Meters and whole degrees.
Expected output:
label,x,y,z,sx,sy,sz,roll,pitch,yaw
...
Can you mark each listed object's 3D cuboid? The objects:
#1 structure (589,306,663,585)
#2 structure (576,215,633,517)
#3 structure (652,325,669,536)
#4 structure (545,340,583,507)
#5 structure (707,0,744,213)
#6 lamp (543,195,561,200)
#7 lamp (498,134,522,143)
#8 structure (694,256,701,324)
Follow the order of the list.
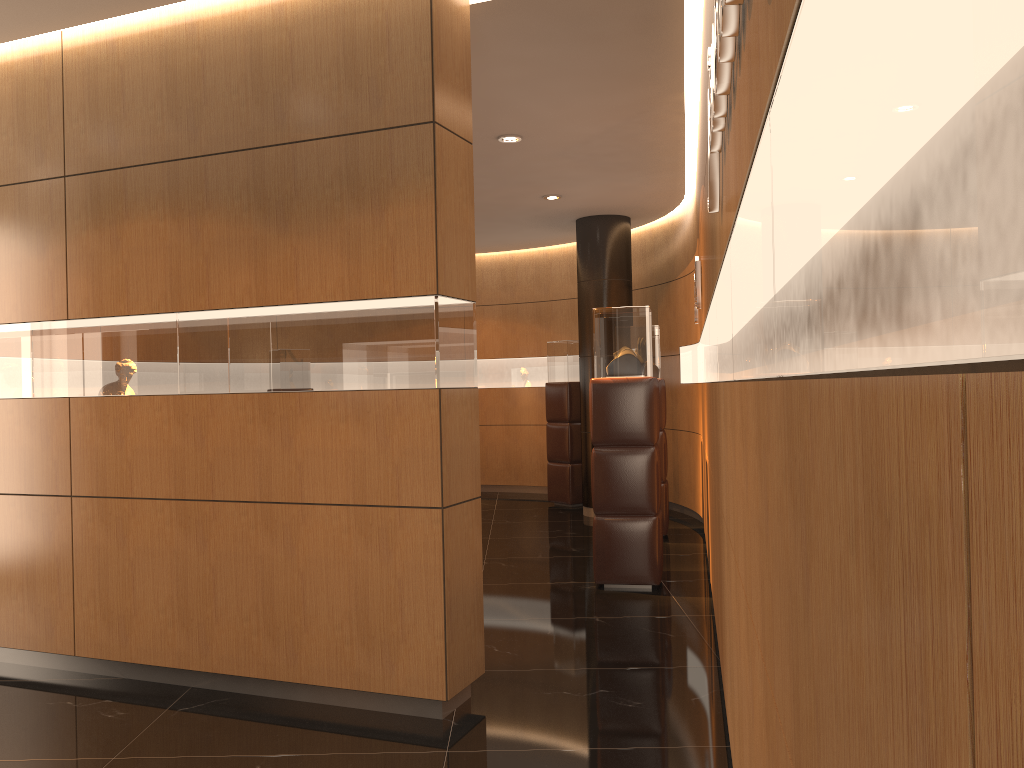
label,x,y,z,sx,sy,sz,roll,pitch,yaw
structure,0.834,0.437,6.482,0.498,1.968,0.484,-1,0,11
structure,1.063,-0.252,9.974,0.613,3.430,0.613,-1,0,15
structure,1.238,0.453,8.525,0.498,2.000,0.484,-1,0,11
structure,0.730,0.475,10.865,0.484,2.000,0.498,-1,0,-34
structure,0.471,-0.782,1.968,0.034,0.442,2.050,-1,0,11
lamp,0.393,-1.857,8.692,0.176,0.068,0.176,-1,0,6
lamp,-0.016,-1.857,6.618,0.176,0.068,0.176,-1,0,6
structure,1.541,-0.783,7.378,0.034,0.442,2.050,-1,0,11
